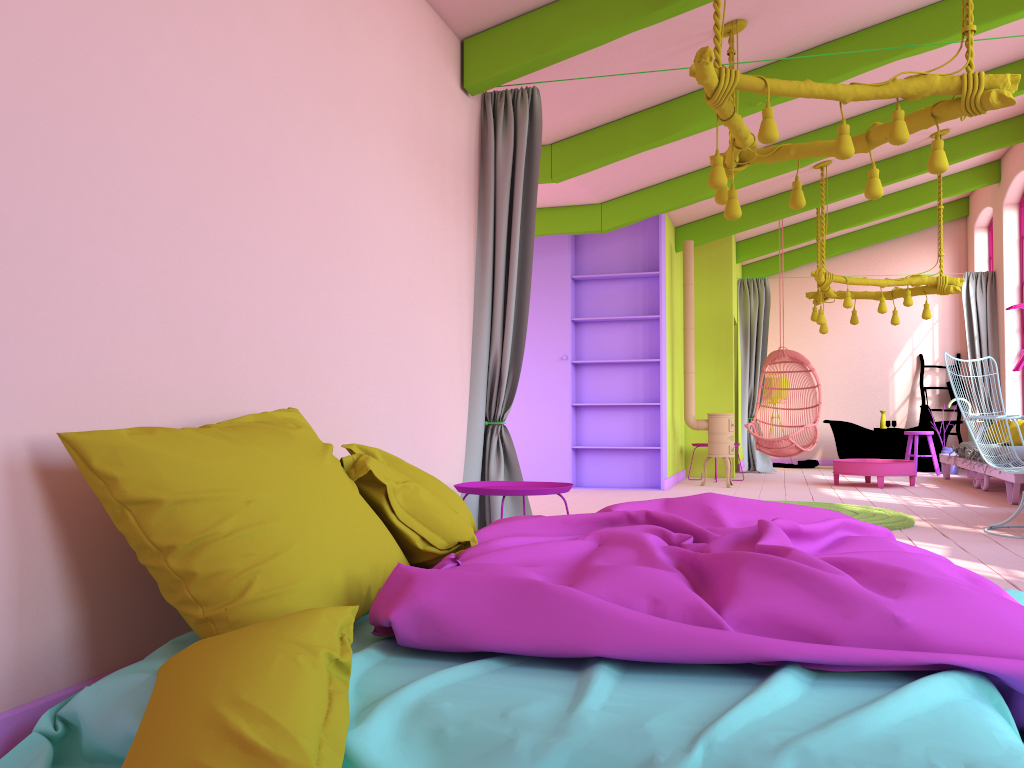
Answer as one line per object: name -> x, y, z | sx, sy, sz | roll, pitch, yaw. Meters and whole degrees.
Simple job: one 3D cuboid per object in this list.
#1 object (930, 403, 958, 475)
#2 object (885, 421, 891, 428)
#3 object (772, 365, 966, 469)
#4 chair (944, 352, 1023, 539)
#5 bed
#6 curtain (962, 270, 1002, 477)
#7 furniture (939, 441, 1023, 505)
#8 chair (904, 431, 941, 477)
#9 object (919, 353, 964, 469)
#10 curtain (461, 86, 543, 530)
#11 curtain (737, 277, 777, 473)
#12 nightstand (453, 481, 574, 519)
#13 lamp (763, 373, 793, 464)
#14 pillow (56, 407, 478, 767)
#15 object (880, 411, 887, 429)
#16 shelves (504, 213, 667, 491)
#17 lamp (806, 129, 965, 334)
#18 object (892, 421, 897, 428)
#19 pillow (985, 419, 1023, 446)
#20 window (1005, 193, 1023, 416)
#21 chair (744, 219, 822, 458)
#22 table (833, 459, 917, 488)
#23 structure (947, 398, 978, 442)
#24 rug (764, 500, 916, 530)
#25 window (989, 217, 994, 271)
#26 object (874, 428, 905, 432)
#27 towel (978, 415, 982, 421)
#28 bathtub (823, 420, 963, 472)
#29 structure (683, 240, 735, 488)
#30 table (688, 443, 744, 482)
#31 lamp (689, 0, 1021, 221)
object -> 5.914, 0.733, 12.080 | 0.277, 0.987, 0.451 | 1, -2, -29
object -> 5.438, 0.616, 12.822 | 0.069, 0.170, 0.069 | -1, -2, 36
object -> 4.394, 0.375, 10.231 | 2.827, 1.579, 7.867 | -1, -2, 18
chair -> 3.536, 0.393, 6.005 | 1.078, 1.238, 0.925 | 1, -2, -38
bed -> 0.564, 0.636, 2.618 | 2.802, 0.513, 3.577 | -1, -2, 17
curtain -> 6.237, -0.137, 11.700 | 0.518, 2.784, 0.525 | -1, -2, 36
furniture -> 5.280, 0.879, 9.464 | 0.907, 0.507, 3.777 | -1, -2, 17
chair -> 5.432, 0.927, 11.863 | 0.473, 0.593, 0.446 | 0, -2, -14
object -> 6.527, 0.407, 13.466 | 0.603, 1.764, 0.410 | -1, -2, 17
curtain -> -0.075, -0.411, 5.164 | 0.518, 2.784, 0.525 | 0, -1, -2
curtain -> 3.427, -0.155, 12.562 | 0.518, 2.784, 0.525 | 0, -1, -2
nightstand -> 0.008, 0.724, 4.397 | 0.596, 0.458, 0.596 | 1, -2, -36
lamp -> 4.146, 0.555, 14.076 | 0.476, 1.466, 0.491 | 1, -2, -43
pillow -> -0.553, 0.478, 2.692 | 0.848, 0.822, 2.618 | 0, -2, 7
object -> 5.441, 0.549, 12.995 | 0.097, 0.320, 0.097 | -1, -2, 28
shelves -> 0.769, -0.381, 9.882 | 1.841, 3.103, 0.384 | -1, -2, 17
lamp -> 3.971, -1.708, 10.187 | 1.610, 2.264, 1.776 | 0, -2, -1
object -> 5.580, 0.620, 12.949 | 0.069, 0.170, 0.069 | -1, -2, 36
pillow -> 5.464, 0.516, 9.503 | 0.578, 0.399, 1.998 | -1, -2, 17
window -> 6.316, -1.034, 10.648 | 0.551, 3.008, 1.514 | -1, -2, 17
chair -> 3.276, -0.670, 10.779 | 0.860, 3.129, 0.806 | -1, -2, 37
table -> 4.126, 1.016, 10.110 | 0.885, 0.285, 0.885 | -2, -3, 43
structure -> 6.508, 0.726, 12.678 | 0.254, 1.061, 0.452 | 1, -2, -30
rug -> 2.093, 1.021, 6.905 | 1.889, 0.050, 1.889 | 0, -2, 4
window -> 6.869, -0.977, 12.475 | 0.072, 3.046, 1.275 | -1, -2, 17
object -> 5.526, 0.682, 12.998 | 0.360, 0.068, 1.324 | -1, -2, 17
towel -> 6.831, 0.484, 12.717 | 0.262, 0.102, 0.247 | -1, -2, 18
bathtub -> 5.557, 0.893, 12.983 | 1.889, 0.740, 0.826 | -1, -2, 17
structure -> 2.297, -0.241, 10.188 | 0.577, 2.813, 0.403 | -1, -2, 34
table -> 2.520, 0.963, 10.968 | 0.596, 0.458, 0.596 | 1, -2, -36
lamp -> 1.653, -2.088, 5.105 | 1.610, 2.264, 1.776 | 0, -2, -1
